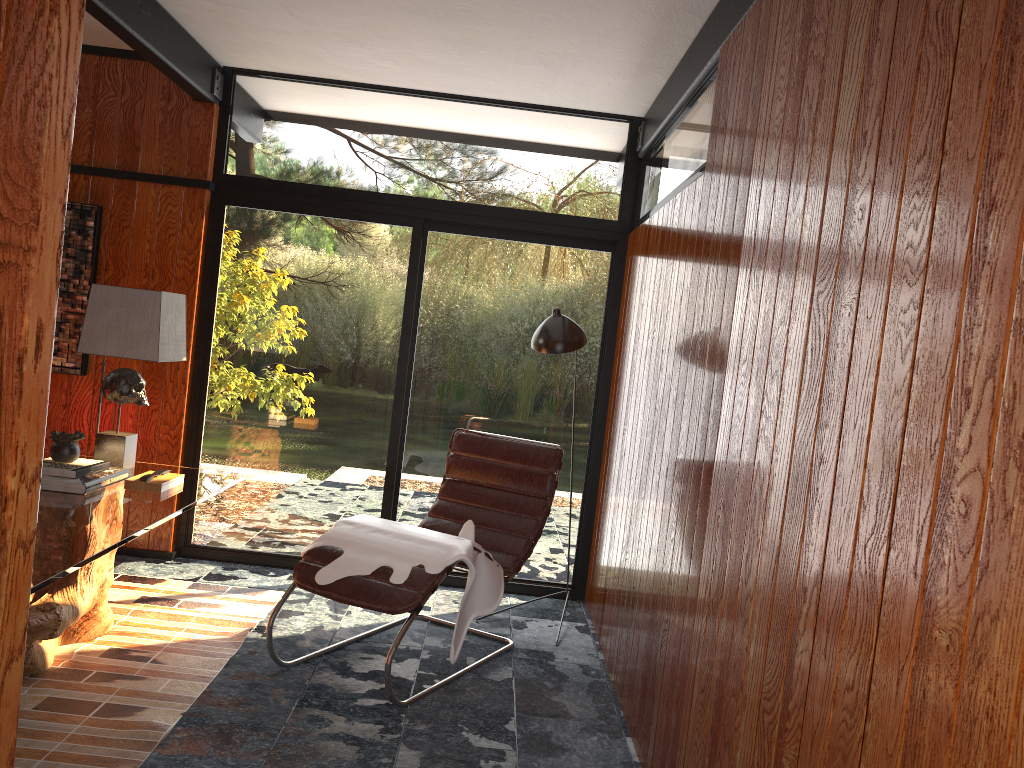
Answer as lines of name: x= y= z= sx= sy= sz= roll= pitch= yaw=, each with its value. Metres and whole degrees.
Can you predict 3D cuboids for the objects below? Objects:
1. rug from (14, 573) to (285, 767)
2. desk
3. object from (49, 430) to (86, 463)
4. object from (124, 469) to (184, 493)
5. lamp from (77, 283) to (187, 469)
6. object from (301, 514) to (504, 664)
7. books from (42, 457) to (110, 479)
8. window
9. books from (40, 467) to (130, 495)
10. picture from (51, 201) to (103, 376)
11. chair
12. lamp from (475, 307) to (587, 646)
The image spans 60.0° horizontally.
rug: x=-2.258 y=0.918 z=3.060 sx=2.410 sy=0.042 sz=2.439 roll=7 pitch=2 yaw=-1
desk: x=-1.725 y=0.678 z=2.867 sx=1.150 sy=0.632 sz=1.900 roll=7 pitch=2 yaw=-1
object: x=-1.626 y=0.229 z=3.233 sx=0.118 sy=0.114 sz=0.121 roll=6 pitch=2 yaw=-7
object: x=-1.343 y=0.359 z=3.340 sx=0.135 sy=0.049 sz=0.238 roll=7 pitch=2 yaw=-1
lamp: x=-1.543 y=-0.020 z=3.601 sx=0.316 sy=0.732 sz=0.316 roll=7 pitch=2 yaw=-1
object: x=-0.390 y=0.815 z=3.560 sx=0.897 sy=0.489 sz=0.713 roll=5 pitch=3 yaw=-33
books: x=-1.620 y=0.301 z=3.227 sx=0.198 sy=0.029 sz=0.249 roll=7 pitch=2 yaw=1
window: x=-0.527 y=-0.238 z=4.704 sx=2.260 sy=2.580 sz=0.085 roll=7 pitch=2 yaw=-1
books: x=-1.607 y=0.339 z=3.225 sx=0.286 sy=0.040 sz=0.366 roll=7 pitch=2 yaw=-1
picture: x=-2.592 y=-0.526 z=4.507 sx=0.916 sy=0.873 sz=0.061 roll=7 pitch=2 yaw=-1
chair: x=-0.338 y=0.680 z=3.685 sx=0.593 sy=0.886 sz=1.298 roll=8 pitch=3 yaw=26
lamp: x=0.132 y=0.394 z=4.266 sx=0.410 sy=1.514 sz=0.595 roll=7 pitch=2 yaw=8
